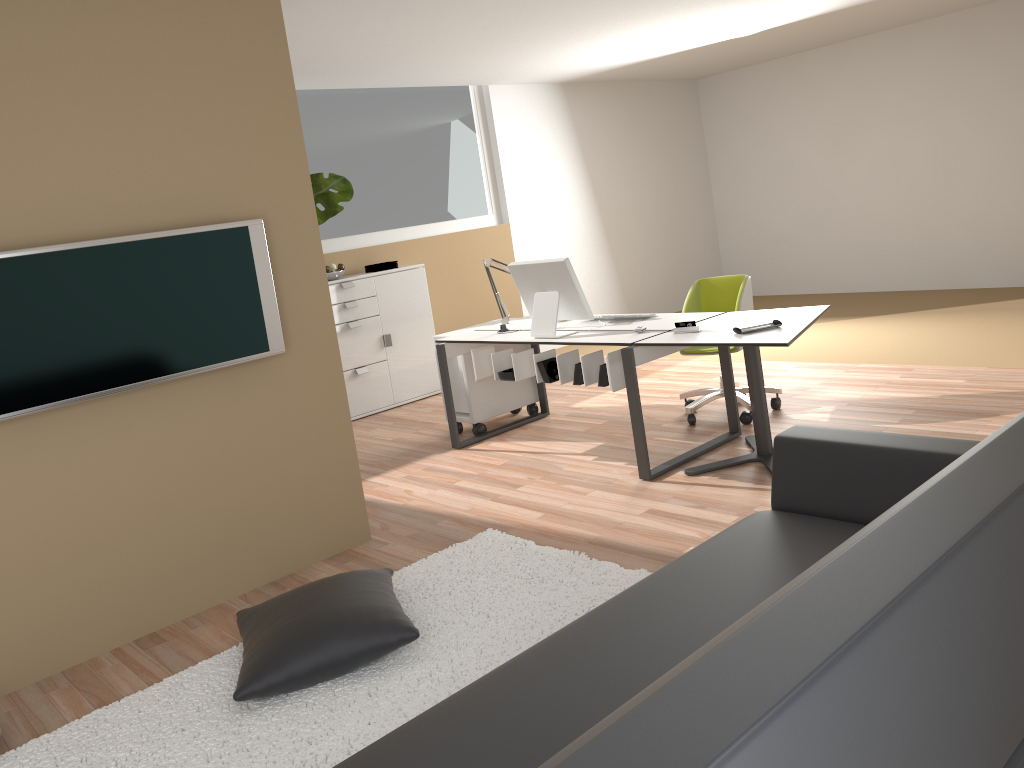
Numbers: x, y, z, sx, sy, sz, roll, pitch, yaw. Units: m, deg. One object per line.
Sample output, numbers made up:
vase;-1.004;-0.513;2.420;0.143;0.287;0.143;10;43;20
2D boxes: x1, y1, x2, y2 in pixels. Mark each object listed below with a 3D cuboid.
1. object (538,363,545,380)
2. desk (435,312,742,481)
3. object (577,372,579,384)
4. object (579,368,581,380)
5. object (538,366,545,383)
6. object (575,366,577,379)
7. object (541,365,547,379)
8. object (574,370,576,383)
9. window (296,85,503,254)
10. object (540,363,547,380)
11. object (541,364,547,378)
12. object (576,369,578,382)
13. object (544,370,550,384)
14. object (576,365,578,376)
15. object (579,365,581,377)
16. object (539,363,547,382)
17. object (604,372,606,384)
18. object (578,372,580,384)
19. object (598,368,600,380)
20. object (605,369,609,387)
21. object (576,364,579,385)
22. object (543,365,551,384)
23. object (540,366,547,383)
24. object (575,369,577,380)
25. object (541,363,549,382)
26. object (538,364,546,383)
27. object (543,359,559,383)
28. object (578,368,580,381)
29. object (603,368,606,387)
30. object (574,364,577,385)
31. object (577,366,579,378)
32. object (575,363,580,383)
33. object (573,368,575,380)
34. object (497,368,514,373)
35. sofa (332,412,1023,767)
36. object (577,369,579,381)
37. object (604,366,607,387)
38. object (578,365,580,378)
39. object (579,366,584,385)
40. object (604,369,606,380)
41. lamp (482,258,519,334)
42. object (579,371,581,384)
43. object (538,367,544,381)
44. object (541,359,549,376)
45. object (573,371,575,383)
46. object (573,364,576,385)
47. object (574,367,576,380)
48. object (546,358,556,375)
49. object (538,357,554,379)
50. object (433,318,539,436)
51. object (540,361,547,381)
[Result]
object;0.212;-0.076;4.827;0.135;0.112;0.040;-16;8;-40
desk;0.394;0.005;5.154;0.817;0.679;1.600;-16;12;-40
object;0.394;-0.064;4.621;0.135;0.112;0.040;-16;8;-40
object;0.401;-0.063;4.612;0.135;0.112;0.040;-16;8;-40
object;0.206;-0.077;4.834;0.135;0.112;0.040;-16;8;-40
object;0.381;-0.064;4.634;0.135;0.112;0.040;-16;8;-40
object;0.225;-0.075;4.813;0.135;0.112;0.040;-16;8;-40
object;0.378;-0.065;4.638;0.135;0.112;0.040;-16;8;-40
window;-1.565;-1.978;7.268;3.691;1.778;0.045;-17;9;-40
object;0.223;-0.075;4.815;0.135;0.112;0.040;-16;8;-40
object;0.226;-0.075;4.811;0.135;0.112;0.039;-16;8;-40
object;0.388;-0.064;4.628;0.135;0.112;0.040;-16;8;-40
object;0.231;-0.075;4.806;0.135;0.112;0.040;-16;8;-40
object;0.386;-0.064;4.630;0.135;0.112;0.039;-16;8;-40
object;0.400;-0.063;4.614;0.135;0.112;0.040;-16;8;-40
object;0.218;-0.076;4.820;0.135;0.112;0.040;-16;8;-40
object;0.518;-0.055;4.479;0.135;0.112;0.040;-16;8;-40
object;0.398;-0.063;4.615;0.135;0.112;0.040;-16;8;-40
object;0.489;-0.057;4.512;0.135;0.112;0.040;-16;8;-40
object;0.521;-0.055;4.475;0.135;0.112;0.040;-16;8;-40
object;0.389;-0.064;4.626;0.135;0.112;0.040;-16;8;-40
object;0.235;-0.075;4.801;0.135;0.112;0.040;-16;8;-40
object;0.217;-0.076;4.822;0.135;0.112;0.040;-16;8;-40
object;0.383;-0.065;4.633;0.135;0.112;0.039;-16;8;-40
object;0.229;-0.075;4.808;0.135;0.112;0.040;-16;8;-40
object;0.211;-0.076;4.829;0.135;0.112;0.040;-16;8;-40
object;0.235;-0.075;4.801;0.135;0.112;0.039;-16;8;-40
object;0.397;-0.063;4.617;0.135;0.112;0.040;-16;8;-40
object;0.516;-0.055;4.481;0.135;0.112;0.039;-16;8;-40
object;0.380;-0.065;4.636;0.135;0.112;0.040;-16;8;-40
object;0.391;-0.064;4.624;0.135;0.112;0.040;-16;8;-40
object;0.384;-0.064;4.631;0.135;0.112;0.039;-16;8;-40
object;0.372;-0.065;4.645;0.135;0.112;0.040;-16;8;-40
object;0.004;-0.080;5.067;0.135;0.002;0.119;-18;14;-40
sofa;0.364;0.628;1.608;2.294;0.826;0.950;-17;12;-40
object;0.392;-0.064;4.622;0.135;0.112;0.040;-16;8;-40
object;0.520;-0.055;4.477;0.135;0.112;0.040;-16;8;-40
object;0.395;-0.063;4.619;0.135;0.112;0.040;-16;8;-40
object;0.404;-0.063;4.609;0.135;0.112;0.040;-16;8;-40
object;0.517;-0.055;4.481;0.135;0.112;0.040;-16;8;-40
lamp;0.108;-0.522;5.293;0.537;0.524;0.142;-7;5;14
object;0.403;-0.063;4.610;0.135;0.112;0.040;-16;8;-40
object;0.205;-0.077;4.836;0.135;0.112;0.040;-16;8;-40
object;0.214;-0.076;4.825;0.135;0.112;0.039;-16;8;-40
object;0.374;-0.065;4.643;0.135;0.112;0.040;-16;8;-40
object;0.375;-0.065;4.641;0.135;0.112;0.040;-16;8;-40
object;0.377;-0.065;4.640;0.135;0.112;0.040;-16;8;-40
object;0.232;-0.075;4.804;0.135;0.112;0.039;-16;8;-40
object;0.208;-0.077;4.832;0.135;0.112;0.039;-16;8;-40
object;-0.146;-0.055;5.946;0.631;0.669;0.307;-15;8;-40
object;0.220;-0.076;4.818;0.135;0.112;0.039;-16;8;-40
